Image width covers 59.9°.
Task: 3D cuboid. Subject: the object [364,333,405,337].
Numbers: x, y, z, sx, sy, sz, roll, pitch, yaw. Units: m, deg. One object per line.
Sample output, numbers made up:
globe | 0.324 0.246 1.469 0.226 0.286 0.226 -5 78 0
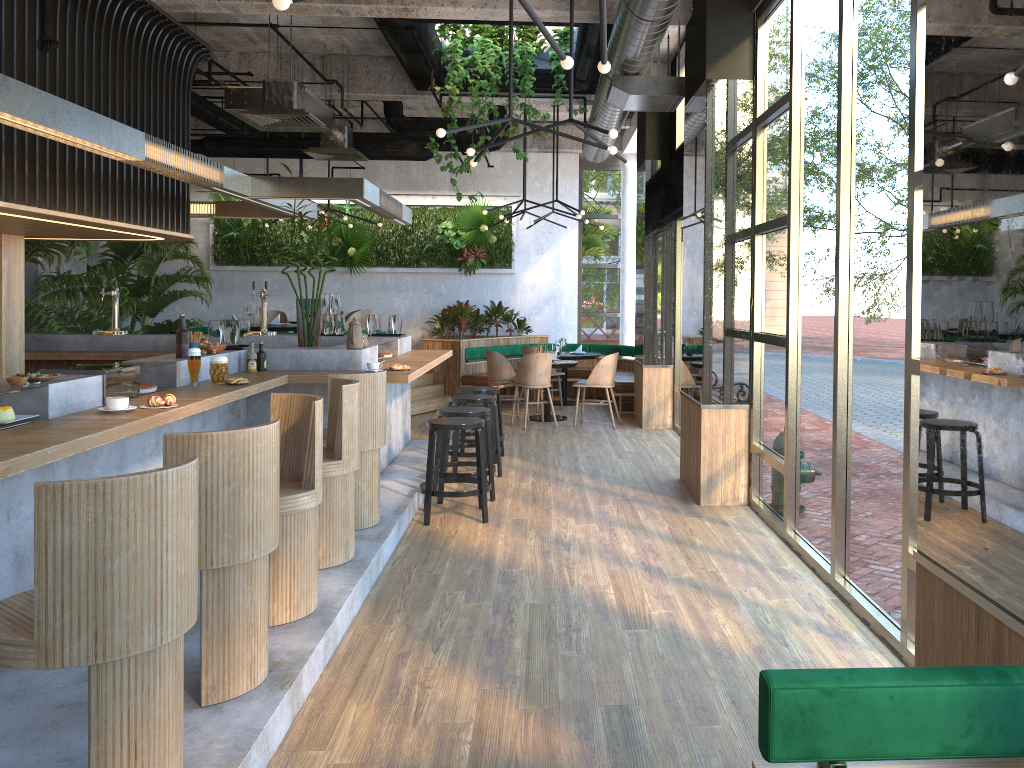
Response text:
object | -1.272 -0.482 8.756 0.439 0.018 0.273 0 6 -2

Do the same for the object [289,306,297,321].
object | -3.823 -0.855 9.614 0.104 0.499 6.210 1 5 14

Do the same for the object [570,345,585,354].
object | 0.978 -0.519 13.324 0.239 0.138 0.227 -1 5 -17

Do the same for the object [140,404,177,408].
object | -1.708 0.108 4.293 0.164 0.005 0.170 2 6 11

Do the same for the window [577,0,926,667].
window | -0.152 -2.105 4.629 4.154 6.466 20.394 0 5 2

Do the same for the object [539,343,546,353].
object | 0.393 -0.404 11.515 0.094 0.244 0.092 0 2 -6

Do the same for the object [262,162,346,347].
object | -1.597 -0.918 6.899 0.670 1.544 0.589 1 2 4

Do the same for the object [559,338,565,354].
object | 0.743 -0.562 13.150 0.095 0.244 0.090 0 2 -18

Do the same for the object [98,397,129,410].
object | -1.842 0.091 4.097 0.137 0.063 0.108 -1 5 -21

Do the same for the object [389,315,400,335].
object | -1.159 -0.574 8.729 0.103 0.208 0.108 1 2 14

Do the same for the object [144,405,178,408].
object | -1.706 0.106 4.297 0.117 0.005 0.126 5 7 39

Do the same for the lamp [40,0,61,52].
lamp | -0.621 -2.098 0.071 3.809 1.525 10.028 0 6 -1

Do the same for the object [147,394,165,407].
object | -1.722 0.079 4.288 0.073 0.059 0.126 -2 5 -31

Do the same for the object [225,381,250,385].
object | -1.673 -0.005 5.408 0.156 0.013 0.144 -3 6 -29

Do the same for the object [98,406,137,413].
object | -1.821 0.120 4.097 0.162 0.020 0.160 0 6 -4

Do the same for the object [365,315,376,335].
object | -1.389 -0.574 8.712 0.107 0.208 0.104 0 2 -6

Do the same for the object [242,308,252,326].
object | -3.794 -0.755 8.601 0.103 0.500 4.266 1 5 18

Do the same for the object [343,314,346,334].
object | -1.695 -0.585 8.782 0.107 0.208 0.104 0 2 -6

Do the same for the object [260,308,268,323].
object | -3.118 -0.853 11.142 0.101 0.208 0.110 2 2 34

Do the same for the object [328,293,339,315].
object | -1.743 -0.785 8.684 0.108 0.208 0.103 0 2 -16

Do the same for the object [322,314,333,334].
object | -1.801 -0.576 8.677 0.108 0.208 0.103 0 2 -16

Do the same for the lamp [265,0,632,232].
lamp | -1.480 -2.362 4.304 5.103 1.815 18.933 1 6 2

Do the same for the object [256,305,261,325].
object | -3.116 -0.854 10.974 0.096 0.244 0.089 -1 2 -29

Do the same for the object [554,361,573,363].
object | 0.652 -0.288 11.509 0.244 0.019 0.165 6 8 44

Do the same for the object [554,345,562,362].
object | 0.604 -0.400 11.678 0.101 0.208 0.110 2 3 39

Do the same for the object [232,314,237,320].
object | -3.369 -0.787 10.865 0.236 0.138 0.231 0 4 -7

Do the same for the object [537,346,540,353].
object | 0.377 -0.397 11.631 0.106 0.208 0.105 0 2 -1

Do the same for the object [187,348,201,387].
object | -1.869 -0.097 5.222 0.071 0.231 0.078 1 2 32

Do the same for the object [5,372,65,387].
object | -2.144 -0.047 3.638 0.209 0.134 0.812 1 6 8

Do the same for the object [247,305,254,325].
object | -3.158 -0.829 10.712 0.089 0.244 0.096 1 2 27

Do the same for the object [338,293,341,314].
object | -1.745 -0.794 8.775 0.108 0.208 0.103 0 2 -16

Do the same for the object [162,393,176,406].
object | -1.669 0.078 4.306 0.061 0.059 0.073 0 4 -10

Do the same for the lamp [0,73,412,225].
lamp | -3.263 -2.316 5.174 5.032 2.124 6.703 0 5 -6

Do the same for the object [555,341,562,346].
object | 0.686 -0.530 13.005 0.101 0.208 0.110 2 2 34

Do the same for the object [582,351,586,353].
object | 0.998 -0.489 13.583 0.256 0.019 0.158 0 6 -2

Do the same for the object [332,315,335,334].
object | -1.804 -0.586 8.785 0.108 0.208 0.103 0 2 -16

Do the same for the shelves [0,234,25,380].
shelves | -4.276 -0.113 6.594 1.116 2.050 0.280 0 1 -3

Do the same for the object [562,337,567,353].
object | 0.785 -0.587 13.412 0.095 0.244 0.090 0 2 -18

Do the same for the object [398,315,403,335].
object | -1.143 -0.584 8.838 0.103 0.208 0.108 1 2 14

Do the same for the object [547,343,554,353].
object | 0.496 -0.406 11.545 0.097 0.244 0.089 -1 2 -33

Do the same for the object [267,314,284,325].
object | -2.923 -0.786 10.886 0.226 0.138 0.241 2 5 22

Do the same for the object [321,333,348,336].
object | -1.823 -0.484 8.726 0.439 0.018 0.273 0 6 -2

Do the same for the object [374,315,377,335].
object | -1.392 -0.585 8.827 0.107 0.208 0.104 0 2 -6

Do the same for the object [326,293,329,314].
object | -1.862 -0.795 8.780 0.108 0.208 0.103 0 2 -16

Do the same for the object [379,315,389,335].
object | -1.266 -0.580 8.782 0.103 0.208 0.108 1 2 14

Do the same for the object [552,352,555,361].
object | 0.524 -0.378 11.851 0.225 0.138 0.242 2 5 25

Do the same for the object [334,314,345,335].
object | -1.685 -0.574 8.672 0.107 0.208 0.104 0 2 -6

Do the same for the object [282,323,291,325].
object | -2.904 -0.756 11.145 0.256 0.019 0.158 0 6 -2

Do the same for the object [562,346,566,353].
object | 0.783 -0.585 13.580 0.101 0.208 0.110 2 2 34

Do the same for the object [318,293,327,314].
object | -1.861 -0.784 8.668 0.108 0.208 0.103 0 2 -16
